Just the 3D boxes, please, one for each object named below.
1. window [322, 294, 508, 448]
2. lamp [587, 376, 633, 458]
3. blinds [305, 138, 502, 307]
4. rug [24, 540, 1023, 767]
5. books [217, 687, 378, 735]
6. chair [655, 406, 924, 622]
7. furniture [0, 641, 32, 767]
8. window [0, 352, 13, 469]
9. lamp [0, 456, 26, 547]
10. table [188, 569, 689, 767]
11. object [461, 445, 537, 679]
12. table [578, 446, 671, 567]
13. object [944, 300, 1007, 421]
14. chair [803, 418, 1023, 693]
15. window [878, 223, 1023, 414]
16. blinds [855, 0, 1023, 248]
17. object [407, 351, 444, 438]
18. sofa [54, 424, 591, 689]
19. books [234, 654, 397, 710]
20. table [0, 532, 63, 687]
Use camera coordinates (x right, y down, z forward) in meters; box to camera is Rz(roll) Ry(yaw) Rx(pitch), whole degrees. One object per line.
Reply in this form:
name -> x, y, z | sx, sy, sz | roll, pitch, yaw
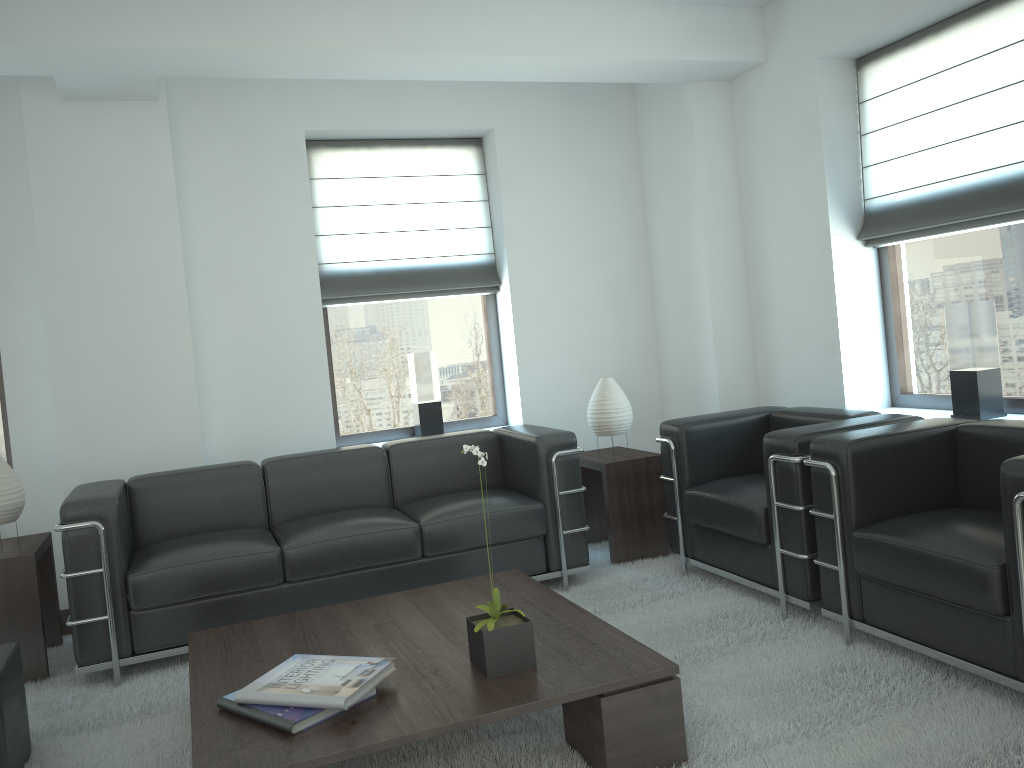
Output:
window -> -0.984, -0.874, 8.202 | 1.702, 2.730, 0.146 | -6, 1, -21
lamp -> 0.804, 0.263, 7.267 | 0.374, 0.654, 0.375 | -5, 2, 9
blinds -> -0.982, -1.496, 8.041 | 1.688, 1.475, 0.222 | -6, 2, -21
rug -> -0.314, 1.635, 4.821 | 6.259, 0.110, 5.168 | -7, 3, -21
books -> -0.902, 1.317, 3.731 | 0.518, 0.045, 0.447 | -3, 4, 40
chair -> 1.874, 0.802, 6.067 | 1.124, 1.169, 1.646 | -6, 3, -20
furniture -> -2.640, 1.623, 4.143 | 0.588, 0.579, 0.602 | -6, 2, -20
window -> -4.805, -0.426, 6.756 | 1.702, 2.730, 0.146 | -6, 1, -21
lamp -> -3.341, 0.749, 5.698 | 0.375, 0.654, 0.374 | -6, 2, -16
table -> -0.514, 1.493, 4.296 | 1.938, 0.441, 1.921 | -7, 3, -21
object -> -0.105, 0.753, 3.937 | 0.252, 0.991, 0.335 | -6, 2, -21
table -> 0.869, 1.002, 7.345 | 0.527, 0.844, 0.786 | -6, 2, -21
object -> 3.094, -0.161, 5.938 | 0.239, 0.775, 0.243 | -6, 2, -21
chair -> 2.462, 0.831, 4.488 | 1.124, 1.169, 1.646 | -6, 3, -20
window -> 3.304, -1.167, 5.988 | 0.146, 2.730, 2.132 | -6, 2, -20
blinds -> 3.088, -1.773, 5.913 | 0.222, 1.475, 2.123 | -6, 3, -20
object -> -0.780, 0.100, 8.013 | 0.239, 0.775, 0.243 | -6, 2, -21
sofa -> -1.220, 1.088, 6.309 | 3.480, 1.169, 1.123 | -7, 2, -21
books -> -0.824, 1.262, 3.766 | 0.518, 0.045, 0.447 | -4, 3, 20
table -> -3.298, 1.490, 5.768 | 0.527, 0.844, 0.786 | -6, 2, -21
